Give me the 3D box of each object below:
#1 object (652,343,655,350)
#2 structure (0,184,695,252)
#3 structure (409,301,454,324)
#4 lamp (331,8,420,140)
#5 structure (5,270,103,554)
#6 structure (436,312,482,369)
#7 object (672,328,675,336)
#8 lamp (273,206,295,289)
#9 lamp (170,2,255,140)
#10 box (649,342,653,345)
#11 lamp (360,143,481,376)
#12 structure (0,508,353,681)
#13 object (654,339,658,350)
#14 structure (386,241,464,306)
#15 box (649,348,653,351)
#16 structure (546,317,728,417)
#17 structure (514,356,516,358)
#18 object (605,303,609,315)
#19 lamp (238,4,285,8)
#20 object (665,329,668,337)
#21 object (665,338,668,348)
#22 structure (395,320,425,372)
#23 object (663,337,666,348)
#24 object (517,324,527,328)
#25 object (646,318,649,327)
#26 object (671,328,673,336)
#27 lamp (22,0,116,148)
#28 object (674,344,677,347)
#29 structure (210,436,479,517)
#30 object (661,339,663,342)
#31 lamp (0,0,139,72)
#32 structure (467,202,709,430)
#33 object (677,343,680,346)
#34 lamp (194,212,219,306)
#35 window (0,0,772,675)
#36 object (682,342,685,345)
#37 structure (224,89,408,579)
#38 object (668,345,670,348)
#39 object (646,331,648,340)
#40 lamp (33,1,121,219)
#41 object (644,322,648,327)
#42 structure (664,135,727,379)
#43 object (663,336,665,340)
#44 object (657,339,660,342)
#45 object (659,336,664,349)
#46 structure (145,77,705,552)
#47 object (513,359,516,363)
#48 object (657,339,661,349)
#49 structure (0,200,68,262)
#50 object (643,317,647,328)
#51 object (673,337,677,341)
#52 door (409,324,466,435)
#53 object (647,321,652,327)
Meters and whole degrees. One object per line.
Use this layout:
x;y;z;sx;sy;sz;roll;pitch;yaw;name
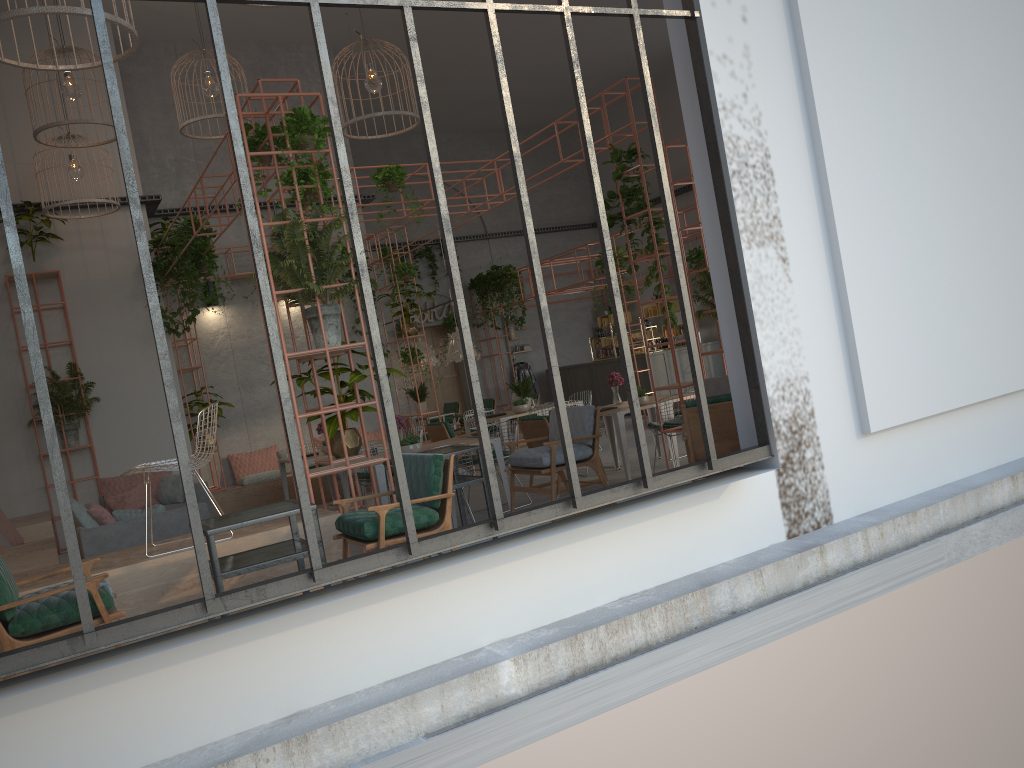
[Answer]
3.308;-0.902;20.730;0.073;0.219;0.105;-11;2;-22;object
-0.777;-3.338;13.078;15.603;0.110;15.203;-11;2;-28;structure
-1.972;-1.692;20.846;1.312;0.505;0.063;-11;2;-28;structure
-1.753;-4.536;9.722;0.883;3.476;0.883;-10;2;24;lamp
-5.892;0.353;11.536;0.624;3.596;0.424;-11;2;-28;structure
-1.379;-1.168;21.236;0.950;1.527;0.921;-11;2;-30;structure
3.647;-1.176;19.992;0.069;0.191;0.069;-11;2;-11;object
-3.615;-2.099;13.992;0.179;1.425;0.185;-11;2;-28;lamp
-3.894;-4.824;10.760;0.883;3.476;0.883;-10;2;24;lamp
3.272;-0.931;20.854;0.058;0.093;0.122;-11;2;-17;box
-2.092;-2.250;17.657;0.704;4.052;4.456;-11;2;-28;lamp
-3.867;1.360;7.723;3.396;1.111;9.152;-11;2;-28;structure
3.361;-0.925;20.638;0.072;0.248;0.094;-11;2;-28;object
-2.066;-2.524;20.733;1.939;1.514;0.856;-11;2;-34;structure
3.255;-0.832;20.834;0.058;0.093;0.122;-11;2;-28;box
2.924;-0.474;20.522;2.579;2.022;4.057;-11;2;-28;structure
0.065;-0.668;21.832;0.066;0.044;0.019;-11;2;-28;structure
2.420;-1.892;22.376;0.134;0.301;0.134;-11;2;-40;object
-1.878;-4.412;5.868;0.883;3.476;0.883;-10;2;24;lamp
3.528;-1.161;20.216;0.069;0.191;0.069;-11;2;-16;object
3.589;-0.985;20.565;0.074;0.287;0.072;-10;2;4;object
-2.504;-0.968;20.572;0.921;1.527;0.950;-10;2;5;structure
3.520;-0.968;20.523;0.065;0.280;0.065;-10;2;15;object
0.239;-1.442;21.911;0.263;0.101;0.013;-11;2;-28;object
3.211;-1.463;21.056;0.066;0.291;0.066;-10;2;11;object
3.604;-1.171;20.072;0.069;0.191;0.069;-10;2;7;object
-4.957;-4.377;9.488;0.883;3.476;0.883;-10;2;24;lamp
3.673;-0.895;20.082;0.115;0.107;0.115;-9;2;28;object
-3.820;1.641;16.108;4.386;0.500;5.831;-11;2;-28;structure
3.474;-0.965;20.592;0.074;0.287;0.072;-10;2;4;object
-3.019;-3.748;5.270;0.883;3.476;0.883;-10;2;24;lamp
4.144;-1.391;15.894;4.157;4.247;14.689;-11;2;-28;structure
3.759;-0.921;20.040;0.073;0.131;0.073;-11;2;-35;object
-4.659;-1.895;13.419;0.179;1.425;0.185;-11;2;-28;lamp
-0.738;-1.961;4.077;4.126;5.544;0.089;-11;2;-28;window
3.881;-0.945;20.113;0.073;0.131;0.073;-11;2;-35;object
-1.319;-0.335;6.454;0.748;3.623;0.722;-11;2;-28;structure
3.612;-0.887;20.196;0.115;0.107;0.115;-11;2;-31;object
3.179;-1.150;20.890;0.072;0.248;0.094;-11;2;-28;object
-5.653;-3.866;10.988;0.883;3.476;0.883;-10;2;24;lamp
3.149;-1.375;20.898;0.115;0.147;0.115;-11;2;-20;object
2.327;-0.875;9.618;0.624;3.602;0.424;-11;2;-28;structure
3.550;-0.976;20.639;0.065;0.280;0.065;-10;1;-1;object
3.424;-0.937;20.670;0.072;0.248;0.094;-11;2;-28;object
3.444;-0.958;20.476;0.066;0.291;0.066;-12;2;-44;object
-3.229;-0.567;13.704;4.501;4.345;14.096;-11;2;-30;structure
0.058;-0.591;21.806;0.093;0.121;0.049;-11;2;-26;object
3.404;-0.930;20.546;0.082;0.246;0.082;-10;2;4;object
-6.181;-1.974;11.383;0.934;0.803;0.903;-9;2;33;structure
3.139;-1.449;21.020;0.066;0.291;0.066;-11;2;-22;object
3.682;-1.005;20.166;0.115;0.107;0.115;-9;2;28;object
-1.986;0.009;21.536;1.360;2.729;0.551;-11;2;-28;door
3.262;-1.397;20.960;0.115;0.147;0.115;-11;2;-20;object
